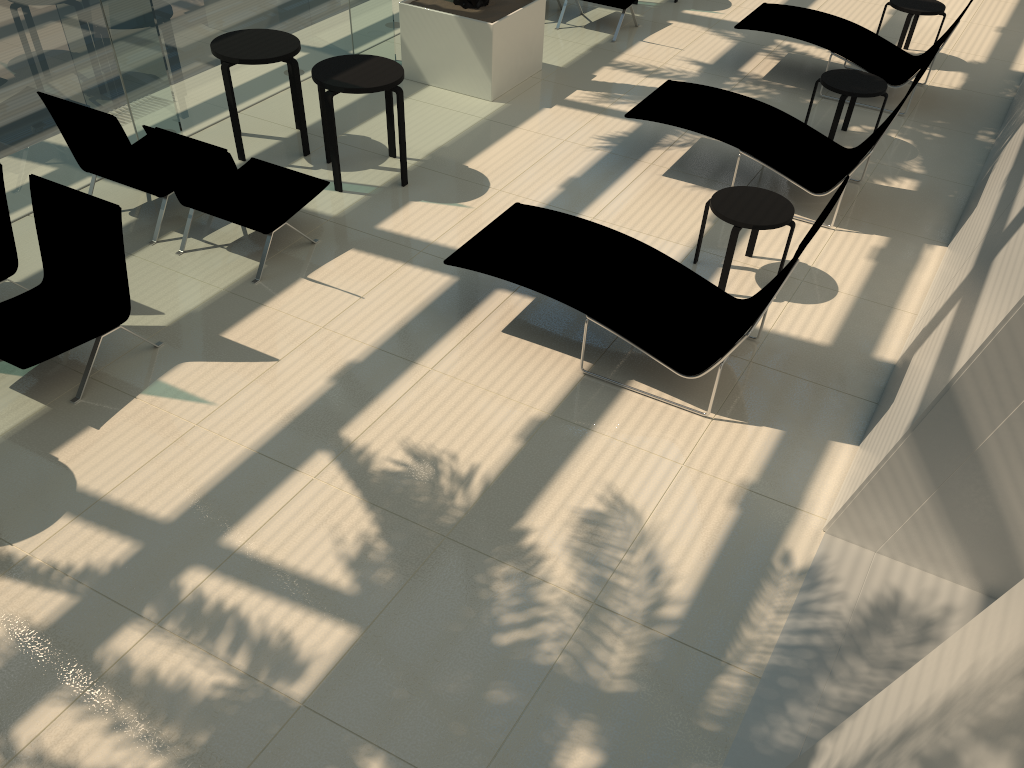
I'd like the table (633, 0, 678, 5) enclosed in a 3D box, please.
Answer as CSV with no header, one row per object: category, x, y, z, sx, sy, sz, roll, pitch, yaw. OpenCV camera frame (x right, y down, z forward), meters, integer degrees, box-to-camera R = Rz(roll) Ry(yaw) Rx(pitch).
table,1.640,-4.962,10.175,0.672,0.848,0.629,-14,45,-18

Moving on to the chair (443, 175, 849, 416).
chair,0.695,-0.763,5.158,1.994,1.258,0.861,21,45,19

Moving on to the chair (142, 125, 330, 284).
chair,-1.800,-1.372,5.903,0.701,0.965,0.829,22,46,20

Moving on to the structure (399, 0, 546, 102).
structure,-0.337,-5.800,5.925,4.759,7.617,4.122,17,44,15

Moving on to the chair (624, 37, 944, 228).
chair,2.003,-2.147,6.769,1.994,1.258,0.861,21,45,19

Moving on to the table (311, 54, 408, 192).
table,-1.154,-2.004,6.733,0.672,0.848,0.629,-14,45,-18

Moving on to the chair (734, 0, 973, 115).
chair,3.272,-3.490,8.331,1.994,1.258,0.861,21,45,19

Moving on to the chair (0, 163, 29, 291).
chair,-3.462,-0.796,5.162,0.701,0.965,0.829,22,46,20

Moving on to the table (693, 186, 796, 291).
table,1.590,-0.982,5.986,0.549,0.562,0.510,-11,44,-15

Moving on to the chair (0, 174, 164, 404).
chair,-2.650,-0.491,4.876,0.701,0.965,0.829,22,46,20

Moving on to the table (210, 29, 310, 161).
table,-1.999,-2.321,7.030,0.672,0.848,0.629,-14,45,-18

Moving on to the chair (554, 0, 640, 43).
chair,1.006,-4.342,9.359,0.701,0.965,0.829,22,46,20

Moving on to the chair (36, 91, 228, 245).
chair,-2.613,-1.677,6.188,0.701,0.965,0.829,22,46,20

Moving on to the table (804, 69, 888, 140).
table,2.898,-2.367,7.597,0.549,0.562,0.510,-11,44,-15

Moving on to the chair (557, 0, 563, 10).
chair,0.194,-4.647,9.645,0.701,0.965,0.829,22,46,20

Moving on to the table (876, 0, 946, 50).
table,4.166,-3.709,9.159,0.547,0.562,0.512,-14,45,-18
